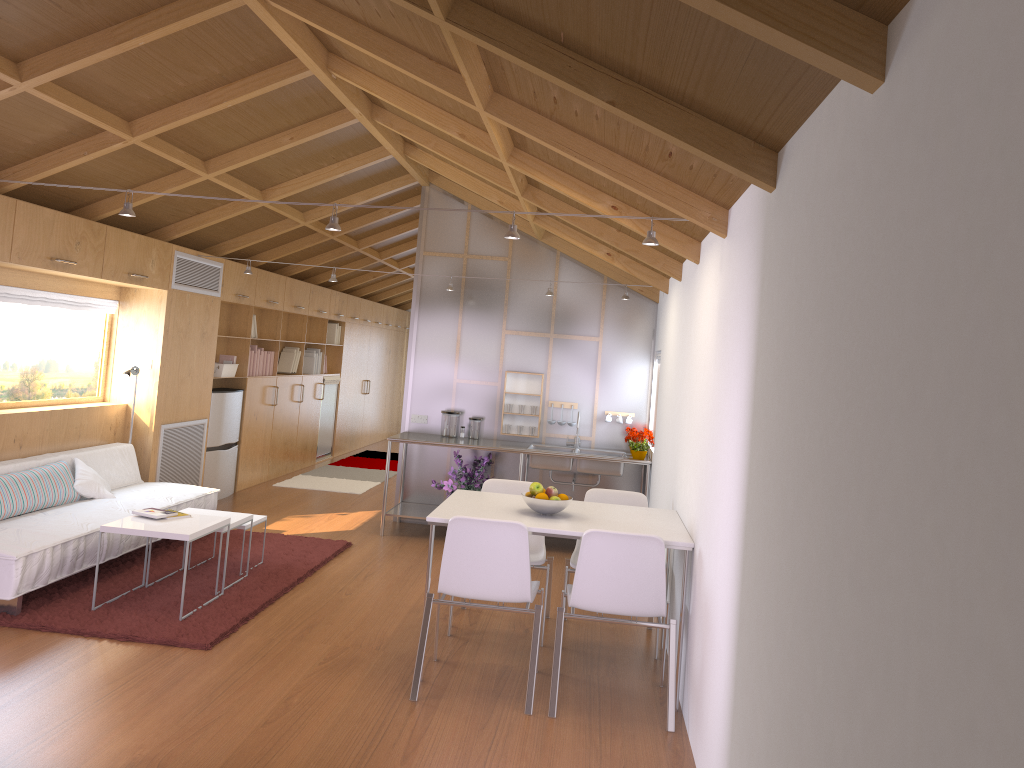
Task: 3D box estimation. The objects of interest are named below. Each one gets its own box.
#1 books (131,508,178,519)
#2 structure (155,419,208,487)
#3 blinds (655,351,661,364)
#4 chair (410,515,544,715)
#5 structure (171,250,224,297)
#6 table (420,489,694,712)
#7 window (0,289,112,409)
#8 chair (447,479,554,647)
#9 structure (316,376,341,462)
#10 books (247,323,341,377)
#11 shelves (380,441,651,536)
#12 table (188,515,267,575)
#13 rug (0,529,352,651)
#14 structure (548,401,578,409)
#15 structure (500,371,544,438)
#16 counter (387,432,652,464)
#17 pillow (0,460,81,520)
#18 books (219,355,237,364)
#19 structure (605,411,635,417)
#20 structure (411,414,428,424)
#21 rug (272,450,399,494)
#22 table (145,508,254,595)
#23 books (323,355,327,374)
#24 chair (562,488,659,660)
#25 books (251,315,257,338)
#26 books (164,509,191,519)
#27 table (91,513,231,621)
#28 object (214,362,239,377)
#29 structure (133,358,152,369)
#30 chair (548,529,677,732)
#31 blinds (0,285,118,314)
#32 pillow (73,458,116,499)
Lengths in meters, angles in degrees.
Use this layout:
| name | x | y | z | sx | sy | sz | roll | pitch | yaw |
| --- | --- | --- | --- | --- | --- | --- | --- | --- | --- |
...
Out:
| name | x | y | z | sx | sy | sz | roll | pitch | yaw |
| --- | --- | --- | --- | --- | --- | --- | --- | --- | --- |
| books | -1.993 | 0.720 | 4.932 | 0.193 | 0.016 | 0.152 | 5 | 2 | 25 |
| structure | -2.731 | 0.672 | 7.299 | 0.013 | 0.723 | 0.817 | 4 | 0 | 5 |
| blinds | 1.204 | -0.216 | 7.157 | 0.047 | 0.111 | 0.723 | 4 | 2 | 5 |
| chair | -0.120 | 0.977 | 4.042 | 0.531 | 0.788 | 0.545 | 4 | -1 | 5 |
| structure | -2.606 | -0.905 | 7.352 | 0.013 | 0.301 | 0.901 | 4 | 1 | 5 |
| table | 0.221 | 1.016 | 4.399 | 1.209 | 0.745 | 0.897 | 5 | 0 | 5 |
| window | -3.220 | -0.243 | 6.125 | 0.035 | 0.792 | 1.493 | 4 | 1 | 5 |
| chair | -0.035 | 0.958 | 4.945 | 0.531 | 0.788 | 0.545 | 4 | -1 | 5 |
| structure | -2.479 | 0.418 | 11.306 | 0.316 | 1.082 | 0.723 | 4 | -1 | 5 |
| books | -2.497 | -0.442 | 10.162 | 0.189 | 0.659 | 3.102 | 4 | 1 | 5 |
| shelves | 0.041 | 0.913 | 7.276 | 2.093 | 0.755 | 0.630 | 5 | -1 | 6 |
| table | -1.819 | 1.017 | 5.678 | 0.342 | 0.309 | 0.368 | 5 | 0 | 5 |
| rug | -2.263 | 1.155 | 5.515 | 1.886 | 0.020 | 2.475 | 5 | 2 | 5 |
| structure | 0.439 | 0.180 | 7.593 | 0.251 | 0.051 | 0.016 | 5 | -2 | 6 |
| structure | 0.088 | 0.174 | 7.596 | 0.328 | 0.547 | 0.076 | 4 | -3 | 6 |
| counter | 0.073 | 0.519 | 7.295 | 2.110 | 0.021 | 0.648 | 5 | 2 | 6 |
| pillow | -2.892 | 0.636 | 5.214 | 0.171 | 0.252 | 1.039 | 4 | 1 | 5 |
| books | -2.685 | -0.175 | 8.308 | 0.150 | 0.193 | 0.088 | 4 | -2 | 6 |
| structure | 0.918 | 0.257 | 7.531 | 0.251 | 0.032 | 0.041 | 5 | 0 | 6 |
| structure | -0.808 | 0.306 | 7.707 | 0.142 | 0.071 | 0.011 | 5 | -3 | 6 |
| rug | -1.819 | 1.041 | 10.836 | 0.917 | 0.011 | 3.713 | 5 | 2 | 5 |
| table | -1.854 | 0.988 | 5.281 | 0.424 | 0.384 | 0.457 | 5 | 0 | 5 |
| books | -2.427 | -0.282 | 11.119 | 0.176 | 0.297 | 0.278 | 4 | -1 | 5 |
| chair | 0.556 | 1.007 | 4.887 | 0.531 | 0.788 | 0.545 | 4 | -1 | 5 |
| books | -2.624 | -0.604 | 8.726 | 0.176 | 0.297 | 0.278 | 4 | -1 | 5 |
| books | -1.937 | 0.739 | 4.994 | 0.193 | 0.016 | 0.152 | 6 | 2 | 35 |
| table | -1.895 | 0.970 | 4.824 | 0.485 | 0.439 | 0.523 | 5 | 0 | 5 |
| object | -2.697 | -0.130 | 8.182 | 0.203 | 0.123 | 0.349 | 5 | 1 | 5 |
| structure | -2.857 | -0.159 | 6.836 | 0.142 | 0.071 | 0.011 | 5 | -3 | 6 |
| chair | 0.470 | 1.026 | 3.984 | 0.531 | 0.788 | 0.545 | 4 | -1 | 5 |
| blinds | -3.142 | -0.579 | 6.137 | 0.047 | 0.111 | 1.494 | 4 | 2 | 5 |
| pillow | -2.756 | 0.627 | 5.827 | 0.266 | 0.252 | 0.346 | 5 | 0 | -31 |
